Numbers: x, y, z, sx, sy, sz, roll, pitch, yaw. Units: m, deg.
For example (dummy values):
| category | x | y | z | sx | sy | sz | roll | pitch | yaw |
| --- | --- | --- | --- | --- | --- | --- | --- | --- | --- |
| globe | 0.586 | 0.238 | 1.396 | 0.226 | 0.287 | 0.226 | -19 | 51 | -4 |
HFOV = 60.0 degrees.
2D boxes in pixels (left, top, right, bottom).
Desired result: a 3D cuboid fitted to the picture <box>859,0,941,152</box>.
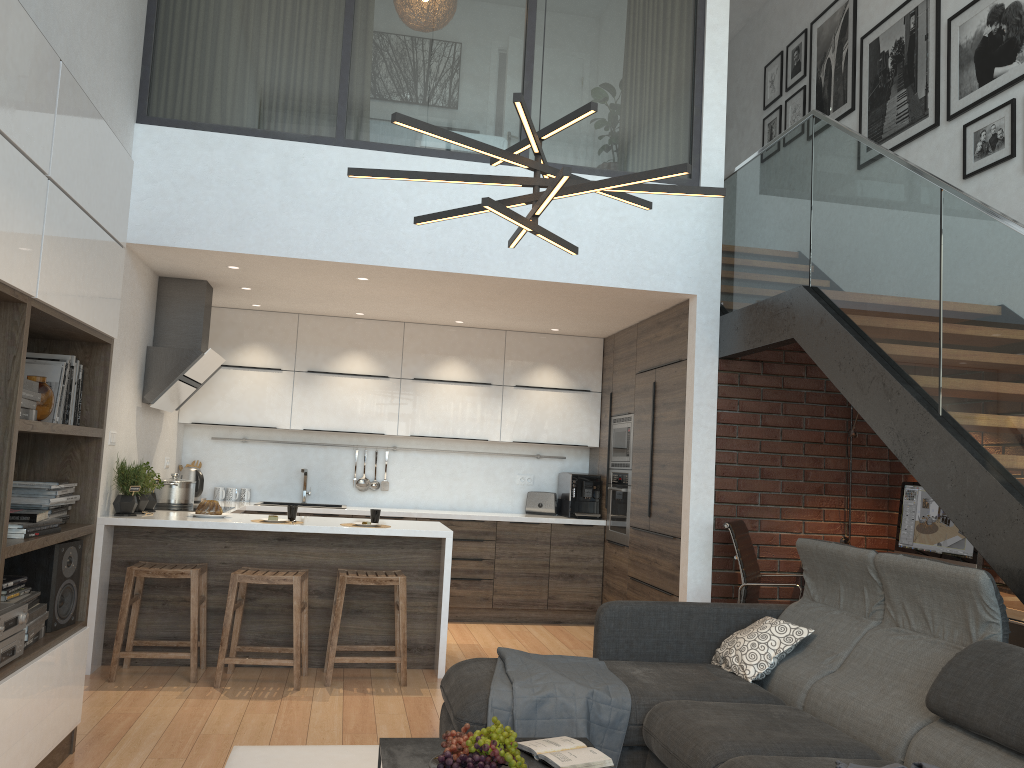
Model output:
| category | x | y | z | sx | sy | sz | roll | pitch | yaw |
| --- | --- | --- | --- | --- | --- | --- | --- | --- | --- |
| picture | 2.598 | -2.061 | 5.982 | 0.025 | 0.990 | 0.871 | 4 | -5 | -10 |

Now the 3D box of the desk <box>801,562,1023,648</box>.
| category | x | y | z | sx | sy | sz | roll | pitch | yaw |
| --- | --- | --- | --- | --- | --- | --- | --- | --- | --- |
| desk | 2.302 | 1.427 | 4.577 | 0.610 | 0.750 | 2.182 | 4 | -5 | -10 |

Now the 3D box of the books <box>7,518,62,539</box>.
| category | x | y | z | sx | sy | sz | roll | pitch | yaw |
| --- | --- | --- | --- | --- | --- | --- | --- | --- | --- |
| books | -1.764 | 0.500 | 3.101 | 0.250 | 0.047 | 0.310 | 3 | -5 | -5 |

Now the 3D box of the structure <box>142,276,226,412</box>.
| category | x | y | z | sx | sy | sz | roll | pitch | yaw |
| --- | --- | --- | --- | --- | --- | --- | --- | --- | --- |
| structure | -2.228 | -0.309 | 6.124 | 0.407 | 0.998 | 0.898 | 4 | -5 | -10 |

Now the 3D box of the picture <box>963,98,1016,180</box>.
| category | x | y | z | sx | sy | sz | roll | pitch | yaw |
| --- | --- | --- | --- | --- | --- | --- | --- | --- | --- |
| picture | 2.720 | -1.389 | 5.059 | 0.025 | 0.333 | 0.410 | 4 | -5 | -10 |

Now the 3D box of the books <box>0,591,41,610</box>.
| category | x | y | z | sx | sy | sz | roll | pitch | yaw |
| --- | --- | --- | --- | --- | --- | --- | --- | --- | --- |
| books | -1.826 | 0.775 | 3.142 | 0.224 | 0.042 | 0.277 | 4 | -6 | -15 |

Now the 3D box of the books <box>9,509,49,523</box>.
| category | x | y | z | sx | sy | sz | roll | pitch | yaw |
| --- | --- | --- | --- | --- | --- | --- | --- | --- | --- |
| books | -1.790 | 0.460 | 3.108 | 0.266 | 0.030 | 0.209 | 5 | -6 | -17 |

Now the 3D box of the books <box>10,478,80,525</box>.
| category | x | y | z | sx | sy | sz | roll | pitch | yaw |
| --- | --- | --- | --- | --- | --- | --- | --- | --- | --- |
| books | -1.855 | 0.463 | 3.452 | 0.224 | 0.176 | 0.374 | 4 | -5 | -11 |

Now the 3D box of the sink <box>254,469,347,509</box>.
| category | x | y | z | sx | sy | sz | roll | pitch | yaw |
| --- | --- | --- | --- | --- | --- | --- | --- | --- | --- |
| sink | -1.685 | 0.943 | 7.130 | 0.706 | 0.518 | 0.512 | 4 | -5 | -10 |

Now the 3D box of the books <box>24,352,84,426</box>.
| category | x | y | z | sx | sy | sz | roll | pitch | yaw |
| --- | --- | --- | --- | --- | --- | --- | --- | --- | --- |
| books | -1.855 | 0.020 | 3.514 | 0.201 | 0.287 | 0.332 | 4 | -5 | -10 |

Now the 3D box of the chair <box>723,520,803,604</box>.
| category | x | y | z | sx | sy | sz | roll | pitch | yaw |
| --- | --- | --- | --- | --- | --- | --- | --- | --- | --- |
| chair | 1.580 | 1.325 | 5.211 | 0.700 | 0.991 | 0.651 | 1 | -6 | 24 |

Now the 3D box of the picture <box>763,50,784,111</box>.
| category | x | y | z | sx | sy | sz | roll | pitch | yaw |
| --- | --- | --- | --- | --- | --- | --- | --- | --- | --- |
| picture | 2.311 | -2.677 | 7.838 | 0.025 | 0.410 | 0.333 | 4 | -5 | -10 |

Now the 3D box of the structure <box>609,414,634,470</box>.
| category | x | y | z | sx | sy | sz | roll | pitch | yaw |
| --- | --- | --- | --- | --- | --- | --- | --- | --- | --- |
| structure | 1.086 | 0.479 | 7.055 | 0.459 | 0.430 | 0.595 | 4 | -5 | -10 |

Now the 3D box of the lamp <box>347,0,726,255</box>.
| category | x | y | z | sx | sy | sz | roll | pitch | yaw |
| --- | --- | --- | --- | --- | --- | --- | --- | --- | --- |
| lamp | 0.166 | -2.290 | 2.973 | 1.200 | 3.645 | 0.831 | 3 | -5 | 0 |

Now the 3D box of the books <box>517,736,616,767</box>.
| category | x | y | z | sx | sy | sz | roll | pitch | yaw |
| --- | --- | --- | --- | --- | --- | --- | --- | --- | --- |
| books | 0.161 | 1.167 | 2.811 | 0.199 | 0.025 | 0.294 | 6 | -6 | -31 |

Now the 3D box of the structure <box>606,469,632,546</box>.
| category | x | y | z | sx | sy | sz | roll | pitch | yaw |
| --- | --- | --- | --- | --- | --- | --- | --- | --- | --- |
| structure | 1.042 | 0.975 | 7.006 | 0.495 | 0.570 | 0.595 | 4 | -5 | -10 |

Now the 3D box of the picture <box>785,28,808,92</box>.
| category | x | y | z | sx | sy | sz | roll | pitch | yaw |
| --- | --- | --- | --- | --- | --- | --- | --- | --- | --- |
| picture | 2.386 | -2.709 | 7.435 | 0.025 | 0.410 | 0.333 | 4 | -5 | -10 |

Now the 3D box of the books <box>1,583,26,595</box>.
| category | x | y | z | sx | sy | sz | roll | pitch | yaw |
| --- | --- | --- | --- | --- | --- | --- | --- | --- | --- |
| books | -1.832 | 0.723 | 3.142 | 0.142 | 0.015 | 0.198 | 4 | -5 | -12 |

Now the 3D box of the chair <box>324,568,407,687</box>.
| category | x | y | z | sx | sy | sz | roll | pitch | yaw |
| --- | --- | --- | --- | --- | --- | --- | --- | --- | --- |
| chair | -0.826 | 1.384 | 5.084 | 0.450 | 0.600 | 0.350 | 4 | -5 | -13 |

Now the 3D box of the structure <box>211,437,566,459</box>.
| category | x | y | z | sx | sy | sz | roll | pitch | yaw |
| --- | --- | --- | --- | --- | --- | --- | --- | --- | --- |
| structure | -1.001 | 0.551 | 7.571 | 3.000 | 0.045 | 0.050 | 4 | -5 | -10 |

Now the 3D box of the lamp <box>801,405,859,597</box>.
| category | x | y | z | sx | sy | sz | roll | pitch | yaw |
| --- | --- | --- | --- | --- | --- | --- | --- | --- | --- |
| lamp | 2.285 | 0.859 | 5.257 | 0.462 | 2.003 | 1.054 | 6 | -6 | -26 |

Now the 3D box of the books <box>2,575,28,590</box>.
| category | x | y | z | sx | sy | sz | roll | pitch | yaw |
| --- | --- | --- | --- | --- | --- | --- | --- | --- | --- |
| books | -1.846 | 0.703 | 3.143 | 0.161 | 0.023 | 0.213 | 4 | -5 | -7 |

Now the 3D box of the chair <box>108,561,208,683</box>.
| category | x | y | z | sx | sy | sz | roll | pitch | yaw |
| --- | --- | --- | --- | --- | --- | --- | --- | --- | --- |
| chair | -1.934 | 1.311 | 4.929 | 0.450 | 0.600 | 0.350 | 4 | -5 | -10 |

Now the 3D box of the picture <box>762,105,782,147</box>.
| category | x | y | z | sx | sy | sz | roll | pitch | yaw |
| --- | --- | --- | --- | --- | --- | --- | --- | --- | --- |
| picture | 2.285 | -2.191 | 7.793 | 0.025 | 0.410 | 0.333 | 4 | -5 | -10 |

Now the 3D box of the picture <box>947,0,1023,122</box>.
| category | x | y | z | sx | sy | sz | roll | pitch | yaw |
| --- | --- | --- | --- | --- | --- | --- | --- | --- | --- |
| picture | 2.774 | -1.970 | 4.968 | 0.025 | 0.654 | 0.990 | 4 | -5 | -10 |

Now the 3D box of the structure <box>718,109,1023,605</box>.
| category | x | y | z | sx | sy | sz | roll | pitch | yaw |
| --- | --- | --- | --- | --- | --- | --- | --- | --- | --- |
| structure | 2.167 | 0.271 | 4.369 | 1.289 | 3.460 | 5.660 | 4 | -5 | -10 |

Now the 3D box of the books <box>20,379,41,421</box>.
| category | x | y | z | sx | sy | sz | roll | pitch | yaw |
| --- | --- | --- | --- | --- | --- | --- | --- | --- | --- |
| books | -1.734 | 0.043 | 2.903 | 0.277 | 0.137 | 0.343 | 4 | -6 | -15 |

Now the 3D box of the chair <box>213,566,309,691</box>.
| category | x | y | z | sx | sy | sz | roll | pitch | yaw |
| --- | --- | --- | --- | --- | --- | --- | --- | --- | --- |
| chair | -1.356 | 1.340 | 4.909 | 0.450 | 0.600 | 0.350 | 4 | -5 | -5 |

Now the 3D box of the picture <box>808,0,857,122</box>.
| category | x | y | z | sx | sy | sz | roll | pitch | yaw |
| --- | --- | --- | --- | --- | --- | --- | --- | --- | --- |
| picture | 2.471 | -2.469 | 6.851 | 0.025 | 0.990 | 0.654 | 4 | -5 | -10 |

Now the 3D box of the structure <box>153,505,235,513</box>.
| category | x | y | z | sx | sy | sz | roll | pitch | yaw |
| --- | --- | --- | --- | --- | --- | --- | --- | --- | --- |
| structure | -2.203 | 0.843 | 6.027 | 0.550 | 0.006 | 0.609 | 4 | -5 | -10 |

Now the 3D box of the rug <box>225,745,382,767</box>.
| category | x | y | z | sx | sy | sz | roll | pitch | yaw |
| --- | --- | --- | --- | --- | --- | --- | --- | --- | --- |
| rug | -0.176 | 1.491 | 2.703 | 1.606 | 0.013 | 2.496 | 4 | -5 | -10 |

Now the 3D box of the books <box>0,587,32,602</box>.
| category | x | y | z | sx | sy | sz | roll | pitch | yaw |
| --- | --- | --- | --- | --- | --- | --- | --- | --- | --- |
| books | -1.831 | 0.742 | 3.141 | 0.161 | 0.023 | 0.213 | 4 | -5 | -7 |

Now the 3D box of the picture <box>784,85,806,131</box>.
| category | x | y | z | sx | sy | sz | roll | pitch | yaw |
| --- | --- | --- | --- | --- | --- | --- | --- | --- | --- |
| picture | 2.360 | -2.226 | 7.390 | 0.025 | 0.410 | 0.333 | 4 | -5 | -10 |

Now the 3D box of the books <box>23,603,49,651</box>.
| category | x | y | z | sx | sy | sz | roll | pitch | yaw |
| --- | --- | --- | --- | --- | --- | --- | --- | --- | --- |
| books | -1.812 | 0.859 | 3.143 | 0.248 | 0.123 | 0.307 | 4 | -6 | -15 |
